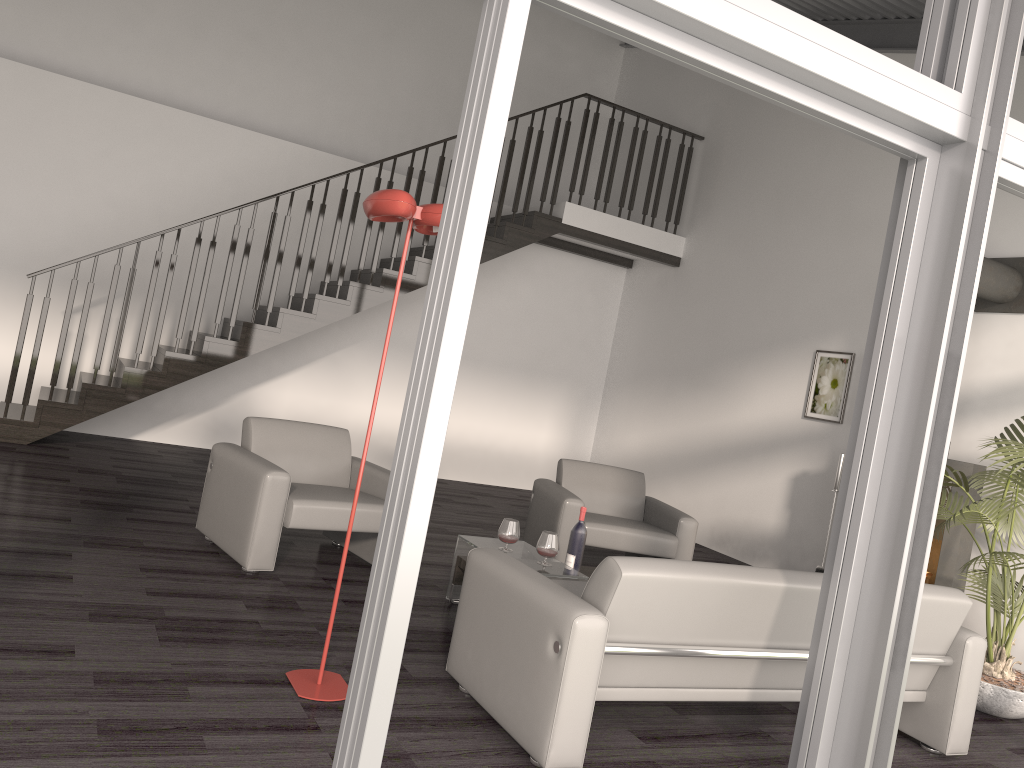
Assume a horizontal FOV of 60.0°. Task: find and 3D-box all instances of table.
[{"bbox_3d":[0.010,1.029,4.465,0.399,0.342,0.682,11,0,-27],"label":"table"},{"bbox_3d":[0.348,1.148,4.645,1.196,0.250,0.602,11,0,-27],"label":"table"}]

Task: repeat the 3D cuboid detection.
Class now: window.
[{"bbox_3d":[-0.069,-0.544,2.082,9.714,3.475,0.386,11,-1,-27],"label":"window"}]

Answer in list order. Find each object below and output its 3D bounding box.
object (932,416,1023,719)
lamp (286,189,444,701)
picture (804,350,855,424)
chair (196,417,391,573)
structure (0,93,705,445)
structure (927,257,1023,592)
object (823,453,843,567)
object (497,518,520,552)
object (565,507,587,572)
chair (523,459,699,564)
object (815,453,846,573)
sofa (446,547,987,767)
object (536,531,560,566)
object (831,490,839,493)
[{"bbox_3d":[2.518,0.851,4.696,2.111,1.668,1.723,11,0,-32],"label":"object"},{"bbox_3d":[-0.525,0.207,3.214,0.352,1.790,0.365,12,-2,-27],"label":"lamp"},{"bbox_3d":[2.607,0.018,7.284,0.026,0.578,0.395,12,-1,-27],"label":"picture"},{"bbox_3d":[-1.110,0.622,4.974,0.959,0.718,0.913,11,0,-37],"label":"chair"},{"bbox_3d":[-0.985,-1.118,8.555,6.322,4.098,1.002,11,-1,-27],"label":"structure"},{"bbox_3d":[3.028,0.420,5.985,1.112,2.677,0.820,12,-1,-27],"label":"structure"},{"bbox_3d":[2.366,0.999,6.601,0.116,0.984,0.042,10,-2,38],"label":"object"},{"bbox_3d":[-0.017,0.770,4.522,0.115,0.156,0.116,11,-1,-19],"label":"object"},{"bbox_3d":[0.344,0.831,4.670,0.093,0.371,0.093,12,-2,-28],"label":"object"},{"bbox_3d":[0.671,0.956,6.073,0.961,0.718,0.911,11,0,-12],"label":"chair"},{"bbox_3d":[2.311,1.010,6.447,0.079,1.021,0.166,10,-2,24],"label":"object"},{"bbox_3d":[0.877,1.025,3.661,2.108,0.718,0.904,11,0,-27],"label":"sofa"},{"bbox_3d":[0.176,0.810,4.363,0.115,0.156,0.116,12,-1,-37],"label":"object"},{"bbox_3d":[2.402,1.080,6.521,0.401,1.127,0.399,11,-1,22],"label":"object"}]
